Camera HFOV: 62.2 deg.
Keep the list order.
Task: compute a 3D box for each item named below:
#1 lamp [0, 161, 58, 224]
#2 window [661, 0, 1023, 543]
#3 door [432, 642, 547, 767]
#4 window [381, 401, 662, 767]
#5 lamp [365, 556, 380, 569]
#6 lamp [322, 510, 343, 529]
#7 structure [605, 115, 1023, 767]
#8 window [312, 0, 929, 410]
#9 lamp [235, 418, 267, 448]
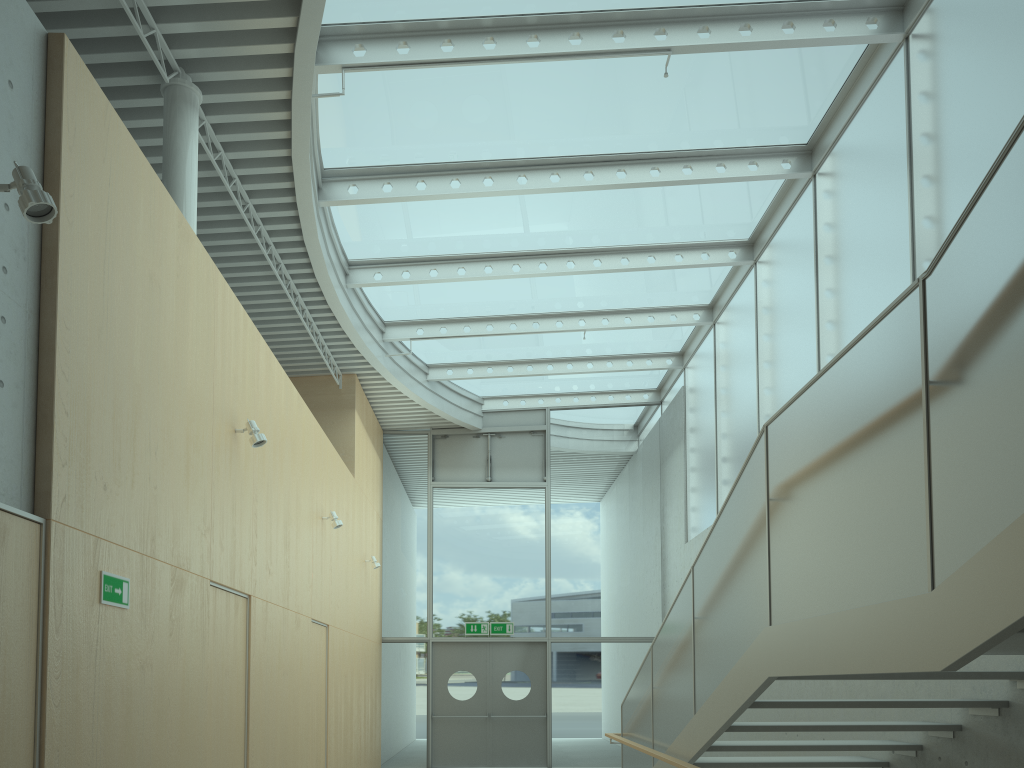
[{"bbox_3d":[-1.757,-0.694,3.044,0.233,0.191,0.145,5,-10,-21],"label":"lamp"},{"bbox_3d":[2.714,-0.358,8.865,0.030,2.647,16.441,0,-19,-2],"label":"window"},{"bbox_3d":[-0.376,5.339,14.151,1.922,2.060,0.179,0,-3,-2],"label":"door"},{"bbox_3d":[0.196,3.361,14.290,4.858,6.144,0.112,0,-3,-2],"label":"window"},{"bbox_3d":[-2.006,2.565,12.224,0.233,0.191,0.145,5,-10,-21],"label":"lamp"},{"bbox_3d":[-1.921,1.450,9.082,0.233,0.191,0.145,5,-10,-21],"label":"lamp"},{"bbox_3d":[2.092,0.511,2.822,1.886,4.061,13.247,0,-18,-2],"label":"structure"},{"bbox_3d":[0.544,1.152,8.717,4.785,6.049,16.623,0,-18,-2],"label":"window"},{"bbox_3d":[-1.836,0.342,5.962,0.233,0.191,0.145,5,-10,-21],"label":"lamp"}]
